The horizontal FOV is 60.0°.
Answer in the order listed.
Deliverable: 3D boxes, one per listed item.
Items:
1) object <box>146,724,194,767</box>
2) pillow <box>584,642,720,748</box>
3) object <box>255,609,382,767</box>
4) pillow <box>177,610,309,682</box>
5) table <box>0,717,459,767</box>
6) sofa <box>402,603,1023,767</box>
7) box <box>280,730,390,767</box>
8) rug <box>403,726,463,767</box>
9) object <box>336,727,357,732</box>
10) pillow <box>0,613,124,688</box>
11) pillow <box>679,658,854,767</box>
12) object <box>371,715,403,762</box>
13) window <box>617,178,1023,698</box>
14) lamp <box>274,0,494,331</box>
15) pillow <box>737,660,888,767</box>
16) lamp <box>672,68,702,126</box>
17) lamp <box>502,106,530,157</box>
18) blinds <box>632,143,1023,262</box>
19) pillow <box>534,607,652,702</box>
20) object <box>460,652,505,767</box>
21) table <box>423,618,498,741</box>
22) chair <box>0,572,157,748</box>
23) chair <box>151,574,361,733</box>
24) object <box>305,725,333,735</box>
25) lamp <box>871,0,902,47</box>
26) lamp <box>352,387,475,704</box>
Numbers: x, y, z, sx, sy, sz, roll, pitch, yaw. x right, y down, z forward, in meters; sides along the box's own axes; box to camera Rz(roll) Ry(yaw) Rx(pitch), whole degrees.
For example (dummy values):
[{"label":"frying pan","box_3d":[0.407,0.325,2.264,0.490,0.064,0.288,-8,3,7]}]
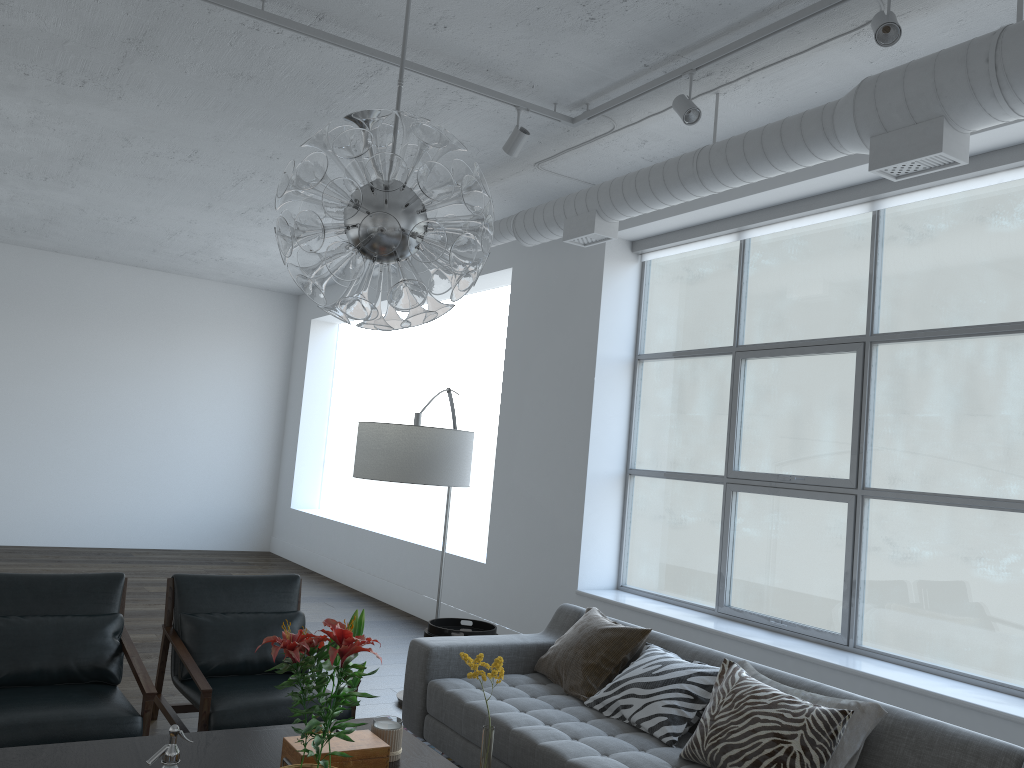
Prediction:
[{"label":"object","box_3d":[-0.797,0.935,2.050,0.143,0.288,0.143,2,-6,30]},{"label":"pillow","box_3d":[0.585,1.223,3.521,0.346,0.283,0.578,8,-6,-31]},{"label":"object","box_3d":[-0.475,0.841,2.163,0.275,0.558,0.284,3,-5,20]},{"label":"pillow","box_3d":[-1.266,1.239,4.211,0.612,0.293,0.246,8,-6,-32]},{"label":"table","box_3d":[-0.666,1.317,2.318,1.306,0.394,1.362,8,-6,-32]},{"label":"sofa","box_3d":[0.588,1.374,3.236,0.991,0.684,2.541,8,-6,-32]},{"label":"box","box_3d":[-0.526,1.112,2.638,0.294,0.093,0.169,8,-6,-32]},{"label":"rug","box_3d":[-0.781,1.507,2.283,2.735,0.012,3.760,8,-6,-32]},{"label":"object","box_3d":[-0.524,1.128,2.816,0.058,0.055,0.058,8,-6,-32]},{"label":"pillow","box_3d":[-1.976,1.137,3.768,0.612,0.293,0.246,8,-6,-32]},{"label":"pillow","box_3d":[0.823,1.143,2.920,0.271,0.340,0.576,8,-6,-28]},{"label":"object","box_3d":[-0.406,1.128,2.826,0.117,0.116,0.106,1,-6,38]},{"label":"window","box_3d":[2.017,0.142,4.055,0.107,2.340,4.566,8,-6,-32]},{"label":"lamp","box_3d":[-0.278,-0.909,2.312,0.552,1.546,0.552,10,-7,-44]},{"label":"pillow","box_3d":[0.926,1.190,3.066,0.254,0.318,0.663,8,-6,-31]},{"label":"lamp","box_3d":[0.769,-1.264,3.882,0.087,0.285,0.154,7,-5,-23]},{"label":"lamp","box_3d":[0.031,-1.280,4.449,0.095,0.285,0.154,9,-6,-38]},{"label":"blinds","box_3d":[1.812,-0.948,4.512,0.086,0.130,3.613,8,-6,-32]},{"label":"pillow","box_3d":[0.342,1.211,3.995,0.298,0.338,0.597,7,-5,-22]},{"label":"object","box_3d":[-0.091,0.932,2.312,0.121,0.470,0.120,7,-5,-16]},{"label":"table","box_3d":[-0.272,1.477,4.443,0.379,0.536,0.379,6,-5,-15]},{"label":"chair","box_3d":[-1.881,1.178,3.595,0.678,0.698,0.983,8,-6,-32]},{"label":"chair","box_3d":[-1.171,1.280,4.038,0.678,0.698,0.983,8,-6,-32]},{"label":"object","box_3d":[-0.607,1.108,2.788,0.103,0.077,0.103,2,-6,30]},{"label":"lamp","box_3d":[1.293,-1.290,3.058,0.087,0.285,0.154,4,-5,12]},{"label":"lamp","box_3d":[-0.380,0.829,4.103,0.432,1.738,2.162,5,-5,2]}]
